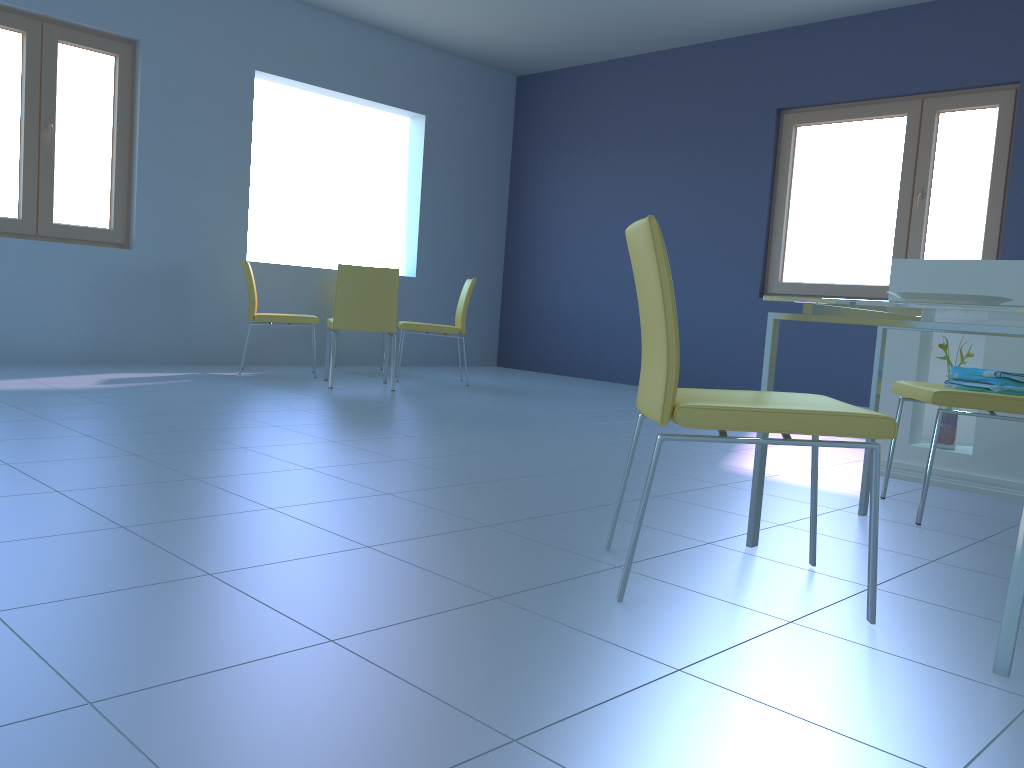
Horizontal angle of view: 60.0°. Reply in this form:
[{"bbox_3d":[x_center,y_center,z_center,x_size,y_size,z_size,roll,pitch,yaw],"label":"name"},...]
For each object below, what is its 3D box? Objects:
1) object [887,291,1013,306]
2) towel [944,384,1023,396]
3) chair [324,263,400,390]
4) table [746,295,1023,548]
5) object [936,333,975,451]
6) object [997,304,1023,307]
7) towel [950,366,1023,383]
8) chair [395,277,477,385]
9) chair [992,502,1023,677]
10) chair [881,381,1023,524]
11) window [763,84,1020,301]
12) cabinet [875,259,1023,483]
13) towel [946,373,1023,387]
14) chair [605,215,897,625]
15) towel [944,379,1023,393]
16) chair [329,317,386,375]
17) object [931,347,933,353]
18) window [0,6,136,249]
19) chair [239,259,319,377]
[{"bbox_3d":[0.920,-0.175,1.867,0.228,0.020,0.228,8,6,41],"label":"object"},{"bbox_3d":[1.402,0.018,2.585,0.195,0.024,0.201,2,5,-26],"label":"towel"},{"bbox_3d":[-0.880,-0.339,5.216,0.387,0.695,0.484,3,5,-15],"label":"chair"},{"bbox_3d":[1.222,0.151,1.901,1.173,0.590,0.730,9,7,44],"label":"table"},{"bbox_3d":[1.562,0.022,3.160,0.067,0.423,0.229,3,5,-15],"label":"object"},{"bbox_3d":[1.226,-0.181,2.193,0.228,0.020,0.228,8,6,41],"label":"object"},{"bbox_3d":[1.408,-0.026,2.577,0.195,0.033,0.190,2,5,-19],"label":"towel"},{"bbox_3d":[-0.503,-0.364,5.850,0.484,0.699,0.387,3,5,-10],"label":"chair"},{"bbox_3d":[1.063,0.124,1.401,0.387,0.695,0.484,8,6,41],"label":"chair"},{"bbox_3d":[1.417,0.048,2.590,0.484,0.695,0.387,5,5,8],"label":"chair"},{"bbox_3d":[2.294,-1.137,5.524,1.475,1.263,0.142,9,7,44],"label":"window"},{"bbox_3d":[2.776,0.025,3.446,2.139,0.800,2.200,9,7,44],"label":"cabinet"},{"bbox_3d":[1.404,-0.011,2.580,0.195,0.027,0.192,2,5,-25],"label":"towel"},{"bbox_3d":[0.442,0.050,1.753,0.484,0.695,0.387,4,5,2],"label":"chair"},{"bbox_3d":[1.401,0.005,2.579,0.195,0.024,0.201,2,5,-21],"label":"towel"},{"bbox_3d":[-1.069,-0.443,6.276,0.387,0.695,0.484,3,5,-10],"label":"chair"},{"bbox_3d":[1.599,0.028,3.463,0.050,0.365,0.085,8,7,42],"label":"object"},{"bbox_3d":[-2.852,-1.454,4.938,0.142,1.263,1.475,9,7,44],"label":"window"},{"bbox_3d":[-1.479,-0.417,5.629,0.484,0.695,0.387,3,5,-15],"label":"chair"}]
